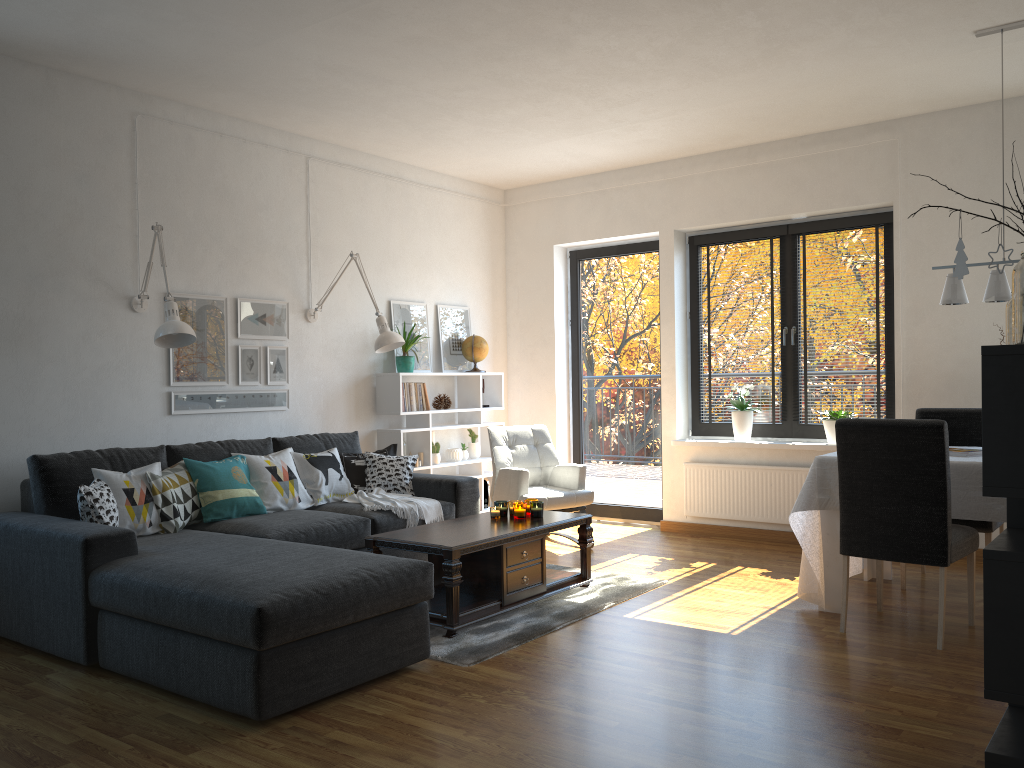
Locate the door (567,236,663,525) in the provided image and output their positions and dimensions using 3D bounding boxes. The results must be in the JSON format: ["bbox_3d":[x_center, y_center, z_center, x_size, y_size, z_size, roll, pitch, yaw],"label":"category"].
[{"bbox_3d":[0.874,-0.017,7.180,0.976,2.275,0.119,0,1,37],"label":"door"}]

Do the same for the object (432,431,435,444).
[{"bbox_3d":[-0.609,0.476,6.699,0.051,0.238,0.051,-2,1,-35],"label":"object"}]

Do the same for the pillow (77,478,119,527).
[{"bbox_3d":[-1.890,0.592,4.056,0.160,0.320,0.334,-1,0,-18],"label":"pillow"}]

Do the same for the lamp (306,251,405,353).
[{"bbox_3d":[-1.008,-0.530,5.775,0.698,0.670,0.200,-1,1,28],"label":"lamp"}]

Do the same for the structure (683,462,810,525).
[{"bbox_3d":[1.863,0.799,6.142,1.457,0.459,0.078,-1,1,36],"label":"structure"}]

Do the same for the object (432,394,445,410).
[{"bbox_3d":[-0.556,0.133,6.692,0.102,0.127,0.094,-1,1,-8],"label":"object"}]

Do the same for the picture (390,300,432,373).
[{"bbox_3d":[-0.751,-0.347,6.612,0.059,0.532,0.390,0,1,37],"label":"picture"}]

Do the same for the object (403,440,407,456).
[{"bbox_3d":[-0.806,0.500,6.374,0.108,0.197,0.108,-2,1,-42],"label":"object"}]

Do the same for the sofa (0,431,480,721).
[{"bbox_3d":[-0.936,0.729,4.512,2.163,0.848,2.508,-1,0,37],"label":"sofa"}]

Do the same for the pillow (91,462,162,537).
[{"bbox_3d":[-1.831,0.564,4.285,0.173,0.344,0.360,0,1,37],"label":"pillow"}]

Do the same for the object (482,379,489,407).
[{"bbox_3d":[-0.228,0.073,7.152,0.066,0.230,0.075,-1,1,17],"label":"object"}]

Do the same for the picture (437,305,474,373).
[{"bbox_3d":[-0.444,-0.352,7.019,0.059,0.532,0.390,0,1,37],"label":"picture"}]

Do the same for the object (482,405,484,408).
[{"bbox_3d":[-0.299,0.081,7.040,0.134,0.217,0.066,-1,1,-38],"label":"object"}]

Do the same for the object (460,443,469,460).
[{"bbox_3d":[-0.374,0.522,6.898,0.072,0.137,0.072,-1,1,17],"label":"object"}]

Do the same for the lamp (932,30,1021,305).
[{"bbox_3d":[2.390,-1.038,4.182,0.760,1.285,0.131,0,1,37],"label":"lamp"}]

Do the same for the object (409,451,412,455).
[{"bbox_3d":[-0.738,0.543,6.449,0.062,0.108,0.062,0,1,37],"label":"object"}]

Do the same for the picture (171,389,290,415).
[{"bbox_3d":[-1.695,0.103,5.395,0.021,0.136,0.837,0,0,37],"label":"picture"}]

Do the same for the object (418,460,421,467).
[{"bbox_3d":[-0.674,0.575,6.399,0.040,0.044,0.040,-1,1,-27],"label":"object"}]

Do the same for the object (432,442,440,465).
[{"bbox_3d":[-0.572,0.508,6.533,0.088,0.173,0.087,-1,1,-37],"label":"object"}]

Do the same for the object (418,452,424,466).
[{"bbox_3d":[-0.663,0.547,6.443,0.039,0.099,0.039,0,1,33],"label":"object"}]

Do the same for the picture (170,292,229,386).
[{"bbox_3d":[-1.835,-0.257,5.206,0.013,0.534,0.390,0,1,37],"label":"picture"}]

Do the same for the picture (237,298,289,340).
[{"bbox_3d":[-1.562,-0.405,5.574,0.021,0.248,0.390,0,1,37],"label":"picture"}]

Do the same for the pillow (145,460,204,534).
[{"bbox_3d":[-1.747,0.582,4.517,0.242,0.363,0.454,-1,0,4],"label":"pillow"}]

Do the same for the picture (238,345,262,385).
[{"bbox_3d":[-1.625,-0.116,5.490,0.021,0.248,0.166,0,1,37],"label":"picture"}]

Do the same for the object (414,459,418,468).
[{"bbox_3d":[-0.756,0.556,6.370,0.176,0.084,0.078,-1,0,5],"label":"object"}]

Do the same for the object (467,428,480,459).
[{"bbox_3d":[-0.299,0.472,6.985,0.098,0.236,0.097,-1,1,24],"label":"object"}]

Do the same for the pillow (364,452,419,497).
[{"bbox_3d":[-0.754,0.578,5.554,0.358,0.312,0.169,-1,1,-12],"label":"pillow"}]

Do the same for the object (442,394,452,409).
[{"bbox_3d":[-0.505,0.134,6.755,0.101,0.125,0.096,-1,1,-38],"label":"object"}]

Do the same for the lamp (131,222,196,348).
[{"bbox_3d":[-1.871,-0.515,4.631,0.200,0.670,0.698,-2,1,-44],"label":"lamp"}]

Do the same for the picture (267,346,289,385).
[{"bbox_3d":[-1.497,-0.118,5.659,0.021,0.248,0.166,0,1,37],"label":"picture"}]

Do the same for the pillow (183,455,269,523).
[{"bbox_3d":[-1.542,0.553,4.773,0.273,0.340,0.414,-1,1,36],"label":"pillow"}]

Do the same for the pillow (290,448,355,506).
[{"bbox_3d":[-1.121,0.556,5.326,0.265,0.318,0.382,-1,1,37],"label":"pillow"}]

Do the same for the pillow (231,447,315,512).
[{"bbox_3d":[-1.333,0.564,5.055,0.285,0.368,0.436,-1,1,37],"label":"pillow"}]

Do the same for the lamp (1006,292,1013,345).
[{"bbox_3d":[1.142,-0.143,1.947,0.106,0.131,0.098,-1,1,-40],"label":"lamp"}]

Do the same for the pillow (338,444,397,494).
[{"bbox_3d":[-0.932,0.565,5.617,0.449,0.358,0.234,-1,1,-27],"label":"pillow"}]

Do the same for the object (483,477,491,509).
[{"bbox_3d":[-0.229,0.866,7.088,0.118,0.246,0.126,0,1,44],"label":"object"}]

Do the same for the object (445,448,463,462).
[{"bbox_3d":[-0.444,0.543,6.778,0.134,0.097,0.132,-1,0,7],"label":"object"}]
